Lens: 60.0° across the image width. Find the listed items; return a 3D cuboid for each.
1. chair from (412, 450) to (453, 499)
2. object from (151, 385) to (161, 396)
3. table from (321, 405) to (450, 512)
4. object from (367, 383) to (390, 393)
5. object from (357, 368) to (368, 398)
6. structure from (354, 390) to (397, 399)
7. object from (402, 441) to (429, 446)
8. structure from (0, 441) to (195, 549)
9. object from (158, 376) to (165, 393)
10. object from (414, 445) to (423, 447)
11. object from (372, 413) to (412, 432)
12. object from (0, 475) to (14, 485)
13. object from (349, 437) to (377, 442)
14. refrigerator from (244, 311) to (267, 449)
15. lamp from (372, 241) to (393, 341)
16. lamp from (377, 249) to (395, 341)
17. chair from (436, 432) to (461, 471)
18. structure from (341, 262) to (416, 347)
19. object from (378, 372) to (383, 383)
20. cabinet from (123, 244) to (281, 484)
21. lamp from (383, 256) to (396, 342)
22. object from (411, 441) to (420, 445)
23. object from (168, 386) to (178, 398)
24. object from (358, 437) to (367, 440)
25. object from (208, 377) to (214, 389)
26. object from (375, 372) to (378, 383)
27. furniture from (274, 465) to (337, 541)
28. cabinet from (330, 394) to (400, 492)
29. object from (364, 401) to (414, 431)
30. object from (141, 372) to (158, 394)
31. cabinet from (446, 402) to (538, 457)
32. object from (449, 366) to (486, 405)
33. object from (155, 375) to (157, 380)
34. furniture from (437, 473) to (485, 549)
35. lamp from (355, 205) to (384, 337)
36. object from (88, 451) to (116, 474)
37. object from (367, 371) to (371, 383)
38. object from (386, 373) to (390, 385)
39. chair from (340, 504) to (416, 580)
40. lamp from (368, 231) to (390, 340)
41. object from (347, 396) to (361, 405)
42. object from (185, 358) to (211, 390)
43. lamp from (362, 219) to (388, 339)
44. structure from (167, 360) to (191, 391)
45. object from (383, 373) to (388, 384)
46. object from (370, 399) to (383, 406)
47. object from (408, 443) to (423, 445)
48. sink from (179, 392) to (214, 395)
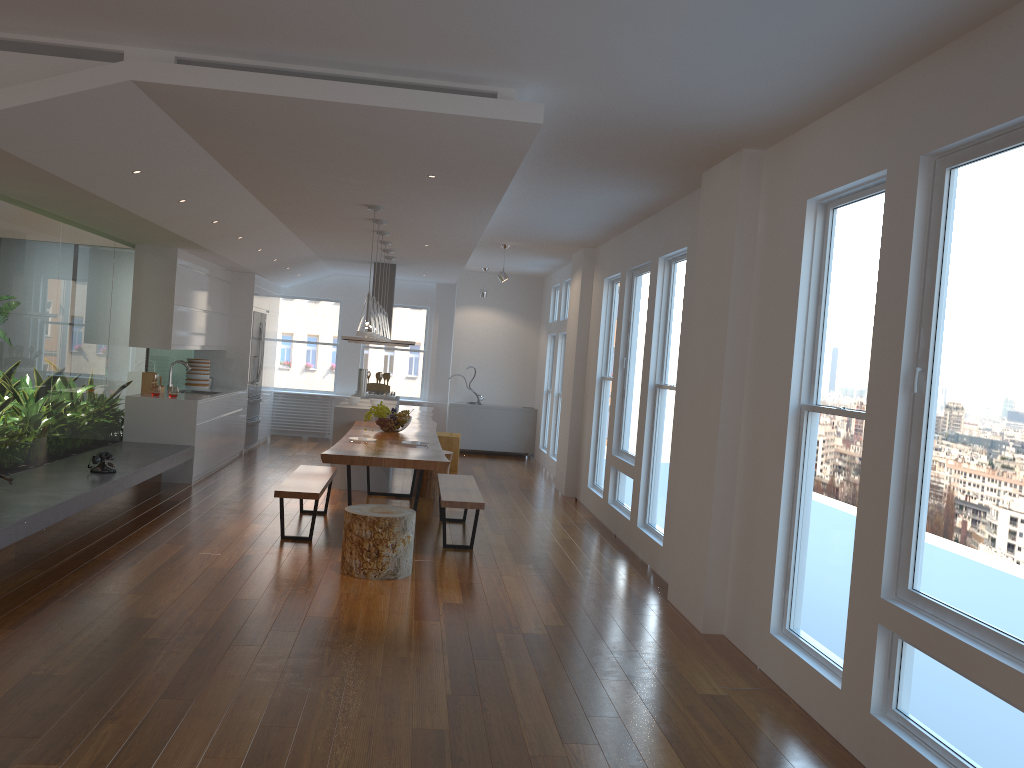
[{"bbox_3d":[-0.814,0.913,9.028,0.396,0.455,0.402,4,2,-16],"label":"chair"},{"bbox_3d":[-3.537,0.065,8.805,0.094,0.106,0.094,4,2,0],"label":"object"},{"bbox_3d":[-1.210,0.750,9.109,0.893,0.704,5.996,4,2,-6],"label":"table"},{"bbox_3d":[-1.800,0.066,11.800,0.353,0.157,0.084,4,2,-6],"label":"object"},{"bbox_3d":[-1.826,-0.008,10.885,0.120,0.356,0.172,6,2,42],"label":"object"},{"bbox_3d":[-1.743,0.127,11.360,0.520,0.073,0.650,4,2,-6],"label":"structure"},{"bbox_3d":[-0.773,0.481,7.094,0.222,0.020,0.222,4,2,-14],"label":"object"},{"bbox_3d":[-4.401,0.759,6.328,3.088,0.386,5.584,4,2,-6],"label":"structure"},{"bbox_3d":[-3.716,0.008,9.306,0.100,0.170,0.173,4,2,-4],"label":"object"},{"bbox_3d":[-0.748,0.485,6.990,0.158,0.017,0.019,4,2,-11],"label":"object"},{"bbox_3d":[-1.097,0.364,8.084,0.360,0.159,0.360,3,2,-43],"label":"object"},{"bbox_3d":[-2.895,0.443,4.925,0.318,0.565,0.134,5,2,30],"label":"object"},{"bbox_3d":[-1.196,0.448,7.096,0.222,0.020,0.222,6,2,34],"label":"object"},{"bbox_3d":[-3.635,-0.068,11.570,0.725,1.772,0.908,4,2,-6],"label":"refrigerator"},{"bbox_3d":[-1.300,-0.971,8.905,0.160,1.060,0.160,5,2,21],"label":"lamp"},{"bbox_3d":[-1.376,-0.998,9.623,0.160,1.060,0.160,5,2,21],"label":"lamp"},{"bbox_3d":[-0.842,0.853,11.251,0.344,0.430,0.549,4,2,-2],"label":"chair"},{"bbox_3d":[-1.635,-1.198,11.295,0.909,1.405,0.900,4,2,-6],"label":"structure"},{"bbox_3d":[-1.758,-0.010,11.792,0.057,0.299,0.019,4,2,-6],"label":"object"},{"bbox_3d":[-3.595,-0.259,10.820,0.676,2.280,4.565,4,2,-6],"label":"cabinet"},{"bbox_3d":[-1.452,-1.024,10.342,0.160,1.060,0.160,5,2,21],"label":"lamp"},{"bbox_3d":[-0.772,0.475,7.094,0.079,0.030,0.070,6,2,37],"label":"object"},{"bbox_3d":[-3.352,0.080,8.778,0.094,0.106,0.094,4,2,0],"label":"object"},{"bbox_3d":[-1.195,0.442,7.096,0.070,0.030,0.079,3,2,-43],"label":"object"},{"bbox_3d":[-3.753,-0.045,10.746,0.265,0.196,0.284,6,2,36],"label":"object"},{"bbox_3d":[-1.794,-0.013,11.808,0.061,0.299,0.040,4,2,-9],"label":"object"},{"bbox_3d":[-1.627,0.938,7.055,0.316,0.389,1.433,4,2,-6],"label":"furniture"},{"bbox_3d":[-1.683,0.610,10.459,0.597,0.832,2.936,4,2,-6],"label":"cabinet"},{"bbox_3d":[-1.119,0.299,8.094,0.394,0.284,0.292,3,2,-42],"label":"object"},{"bbox_3d":[-3.702,-0.010,9.058,0.104,0.222,0.200,4,2,-6],"label":"object"},{"bbox_3d":[-0.316,0.681,13.274,1.309,0.725,0.420,4,2,-6],"label":"cabinet"},{"bbox_3d":[-0.643,0.012,13.170,0.590,0.563,0.210,3,2,-35],"label":"object"},{"bbox_3d":[-3.668,-0.001,9.096,0.042,0.192,0.040,6,2,44],"label":"object"},{"bbox_3d":[-0.445,1.026,7.183,0.316,0.389,1.433,4,2,-6],"label":"furniture"},{"bbox_3d":[-1.073,-0.891,6.749,0.160,1.060,0.160,5,2,21],"label":"lamp"},{"bbox_3d":[-3.075,0.582,6.638,0.216,0.155,0.181,3,2,-41],"label":"object"},{"bbox_3d":[-1.913,-0.023,11.795,0.055,0.299,0.027,4,2,-6],"label":"object"},{"bbox_3d":[-1.660,-0.002,11.823,0.057,0.294,0.030,4,2,-6],"label":"object"},{"bbox_3d":[-0.872,1.023,5.791,0.460,0.400,0.460,5,2,4],"label":"chair"},{"bbox_3d":[-1.224,-0.945,8.186,0.160,1.060,0.160,5,2,21],"label":"lamp"},{"bbox_3d":[-1.697,0.180,9.480,0.152,0.082,0.152,5,2,33],"label":"object"},{"bbox_3d":[-3.673,-0.111,10.364,0.267,0.356,0.266,5,2,20],"label":"object"},{"bbox_3d":[-1.149,-0.918,7.467,0.160,1.060,0.160,5,2,21],"label":"lamp"},{"bbox_3d":[-3.679,0.001,9.810,0.248,0.536,0.115,4,2,-6],"label":"structure"},{"bbox_3d":[-1.695,-0.005,11.801,0.068,0.298,0.039,4,2,-6],"label":"object"},{"bbox_3d":[-1.437,0.203,9.384,0.152,0.082,0.152,6,2,44],"label":"object"},{"bbox_3d":[-0.773,0.485,7.094,0.124,0.011,0.124,4,2,-24],"label":"object"},{"bbox_3d":[-3.498,0.212,9.808,0.449,0.192,0.666,4,2,-6],"label":"sink"}]
